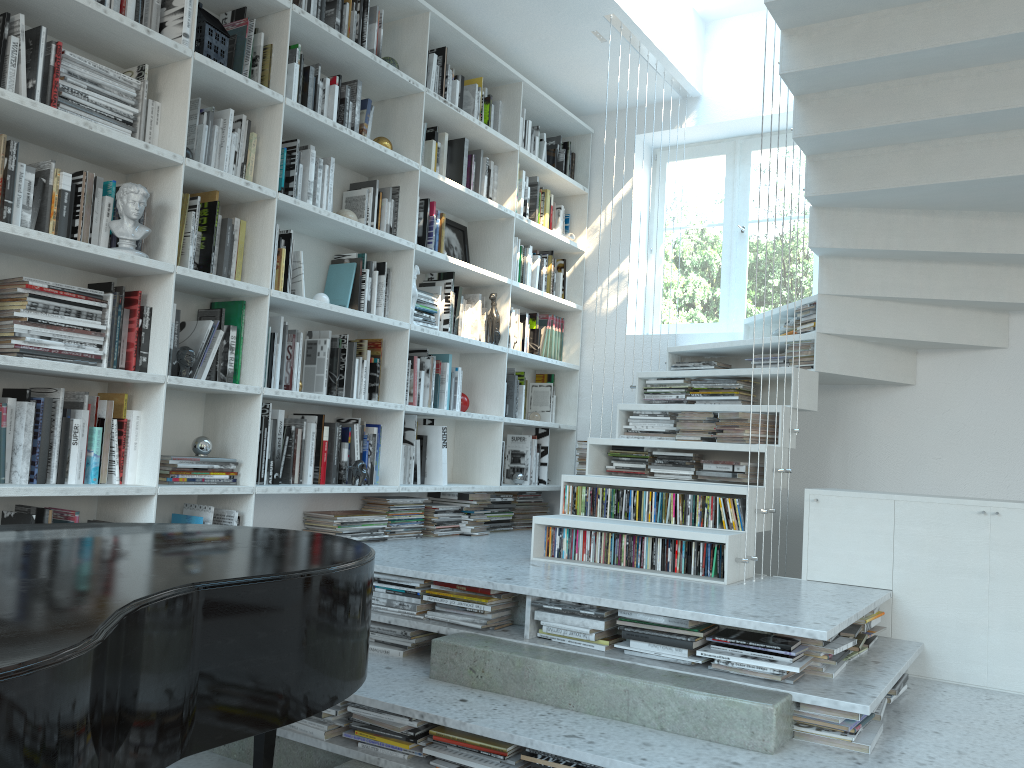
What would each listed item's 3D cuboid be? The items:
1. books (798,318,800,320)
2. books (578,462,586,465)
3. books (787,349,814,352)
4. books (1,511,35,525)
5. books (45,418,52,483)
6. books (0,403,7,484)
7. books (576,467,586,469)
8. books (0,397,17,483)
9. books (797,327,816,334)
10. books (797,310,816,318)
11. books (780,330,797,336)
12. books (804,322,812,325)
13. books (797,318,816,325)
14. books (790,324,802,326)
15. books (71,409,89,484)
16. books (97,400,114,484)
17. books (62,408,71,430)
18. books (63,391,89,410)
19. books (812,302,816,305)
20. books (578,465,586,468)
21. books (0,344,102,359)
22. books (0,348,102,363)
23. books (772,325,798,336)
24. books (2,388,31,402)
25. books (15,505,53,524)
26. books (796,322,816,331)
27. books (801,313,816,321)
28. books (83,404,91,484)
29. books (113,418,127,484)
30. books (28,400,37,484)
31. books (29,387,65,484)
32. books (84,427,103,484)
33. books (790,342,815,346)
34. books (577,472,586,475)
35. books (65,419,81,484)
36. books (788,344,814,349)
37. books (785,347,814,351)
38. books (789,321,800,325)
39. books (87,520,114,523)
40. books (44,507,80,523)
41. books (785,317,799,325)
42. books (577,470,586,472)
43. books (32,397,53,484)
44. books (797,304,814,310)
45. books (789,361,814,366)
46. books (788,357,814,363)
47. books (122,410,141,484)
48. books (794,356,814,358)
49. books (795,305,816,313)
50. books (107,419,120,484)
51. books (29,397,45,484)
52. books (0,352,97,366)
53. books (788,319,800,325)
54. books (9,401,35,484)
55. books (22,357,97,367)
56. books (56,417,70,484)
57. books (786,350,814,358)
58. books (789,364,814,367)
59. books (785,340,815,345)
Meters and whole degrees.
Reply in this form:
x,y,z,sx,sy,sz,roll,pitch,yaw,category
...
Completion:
x,y,z,sx,sy,sz,roll,pitch,yaw,category
1.506,-0.312,4.510,0.157,0.005,0.268,3,-5,2,books
0.476,0.465,5.144,0.119,0.015,0.159,0,-6,36,books
1.477,-0.147,4.272,0.290,0.006,0.149,6,-5,-29,books
-1.493,0.529,2.659,0.159,0.285,0.012,1,-5,32,books
-1.491,0.205,2.769,0.128,0.202,0.021,1,-5,32,books
-1.561,0.174,2.650,0.159,0.237,0.031,1,-5,32,books
0.473,0.492,5.144,0.118,0.008,0.234,1,-5,30,books
-1.559,0.168,2.682,0.136,0.254,0.025,1,-5,32,books
1.514,-0.249,4.252,0.247,0.015,0.142,4,-5,-10,books
1.518,-0.328,4.265,0.250,0.017,0.135,4,-5,-8,books
1.480,-0.248,4.506,0.184,0.008,0.216,4,-5,-3,books
1.516,-0.278,4.255,0.210,0.009,0.133,4,-5,-4,books
1.519,-0.289,4.237,0.256,0.010,0.163,4,-5,-13,books
1.481,-0.278,4.508,0.184,0.013,0.230,4,-5,-3,books
-1.429,0.198,2.844,0.174,0.234,0.023,1,-5,32,books
-1.388,0.188,2.922,0.175,0.272,0.026,1,-5,32,books
-1.461,0.194,2.814,0.154,0.235,0.014,1,-5,32,books
-1.427,0.171,2.868,0.137,0.293,0.014,1,-5,32,books
1.523,-0.373,4.249,0.226,0.014,0.160,4,-5,-5,books
0.486,0.480,5.137,0.144,0.015,0.206,1,-5,29,books
-1.472,-0.100,2.795,0.159,0.012,0.285,1,-5,31,books
-1.465,-0.088,2.789,0.159,0.012,0.285,1,-5,27,books
1.461,-0.267,4.508,0.226,0.013,0.284,3,-5,5,books
-1.532,0.157,2.720,0.134,0.286,0.014,1,-5,32,books
-1.461,0.524,2.685,0.181,0.303,0.013,1,-5,32,books
1.518,-0.266,4.238,0.250,0.017,0.181,4,-5,-8,books
1.521,-0.308,4.232,0.212,0.028,0.191,4,-5,-6,books
-1.427,0.191,2.882,0.145,0.256,0.014,1,-5,32,books
-1.350,0.222,2.966,0.166,0.216,0.011,1,-5,32,books
-1.521,0.175,2.726,0.158,0.251,0.011,1,-5,32,books
-1.471,0.160,2.780,0.177,0.296,0.012,1,-5,32,books
-1.399,0.229,2.883,0.169,0.183,0.023,1,-5,32,books
1.483,-0.177,4.267,0.266,0.008,0.163,7,-6,-38,books
0.483,0.520,5.134,0.133,0.012,0.251,1,-5,27,books
-1.442,0.211,2.823,0.167,0.204,0.023,1,-5,32,books
1.470,-0.164,4.285,0.262,0.016,0.132,6,-6,-35,books
1.476,-0.153,4.275,0.285,0.007,0.159,6,-5,-32,books
1.491,-0.290,4.509,0.175,0.012,0.265,3,-5,4,books
-1.352,0.575,2.903,0.130,0.249,0.022,1,-5,32,books
-1.416,0.538,2.766,0.169,0.293,0.015,1,-5,32,books
1.507,-0.321,4.510,0.157,0.014,0.300,3,-5,2,books
0.479,0.508,5.138,0.133,0.012,0.191,0,-5,35,books
-1.490,0.172,2.742,0.161,0.264,0.028,1,-5,32,books
1.519,-0.357,4.268,0.261,0.016,0.129,4,-5,-7,books
1.477,-0.089,4.262,0.223,0.015,0.180,6,-5,-34,books
1.478,-0.105,4.264,0.238,0.018,0.173,6,-5,-31,books
-1.327,0.210,2.992,0.176,0.246,0.033,1,-5,32,books
1.473,-0.117,4.274,0.208,0.008,0.144,7,-6,-38,books
1.523,-0.345,4.234,0.283,0.012,0.175,4,-5,-13,books
-1.363,0.221,2.943,0.169,0.212,0.042,1,-5,32,books
-1.506,0.172,2.730,0.181,0.261,0.010,1,-5,32,books
-1.472,-0.076,2.792,0.161,0.012,0.254,0,-5,34,books
1.497,-0.303,4.509,0.173,0.014,0.196,3,-5,2,books
-1.523,0.175,2.689,0.191,0.245,0.026,1,-5,32,books
-1.469,-0.064,2.789,0.161,0.012,0.254,1,-5,28,books
-1.462,0.206,2.791,0.183,0.207,0.024,1,-5,32,books
1.478,-0.133,4.260,0.262,0.023,0.200,6,-5,-31,books
1.476,-0.077,4.263,0.241,0.008,0.168,6,-5,-30,books
1.476,-0.184,4.279,0.300,0.007,0.158,6,-5,-33,books
